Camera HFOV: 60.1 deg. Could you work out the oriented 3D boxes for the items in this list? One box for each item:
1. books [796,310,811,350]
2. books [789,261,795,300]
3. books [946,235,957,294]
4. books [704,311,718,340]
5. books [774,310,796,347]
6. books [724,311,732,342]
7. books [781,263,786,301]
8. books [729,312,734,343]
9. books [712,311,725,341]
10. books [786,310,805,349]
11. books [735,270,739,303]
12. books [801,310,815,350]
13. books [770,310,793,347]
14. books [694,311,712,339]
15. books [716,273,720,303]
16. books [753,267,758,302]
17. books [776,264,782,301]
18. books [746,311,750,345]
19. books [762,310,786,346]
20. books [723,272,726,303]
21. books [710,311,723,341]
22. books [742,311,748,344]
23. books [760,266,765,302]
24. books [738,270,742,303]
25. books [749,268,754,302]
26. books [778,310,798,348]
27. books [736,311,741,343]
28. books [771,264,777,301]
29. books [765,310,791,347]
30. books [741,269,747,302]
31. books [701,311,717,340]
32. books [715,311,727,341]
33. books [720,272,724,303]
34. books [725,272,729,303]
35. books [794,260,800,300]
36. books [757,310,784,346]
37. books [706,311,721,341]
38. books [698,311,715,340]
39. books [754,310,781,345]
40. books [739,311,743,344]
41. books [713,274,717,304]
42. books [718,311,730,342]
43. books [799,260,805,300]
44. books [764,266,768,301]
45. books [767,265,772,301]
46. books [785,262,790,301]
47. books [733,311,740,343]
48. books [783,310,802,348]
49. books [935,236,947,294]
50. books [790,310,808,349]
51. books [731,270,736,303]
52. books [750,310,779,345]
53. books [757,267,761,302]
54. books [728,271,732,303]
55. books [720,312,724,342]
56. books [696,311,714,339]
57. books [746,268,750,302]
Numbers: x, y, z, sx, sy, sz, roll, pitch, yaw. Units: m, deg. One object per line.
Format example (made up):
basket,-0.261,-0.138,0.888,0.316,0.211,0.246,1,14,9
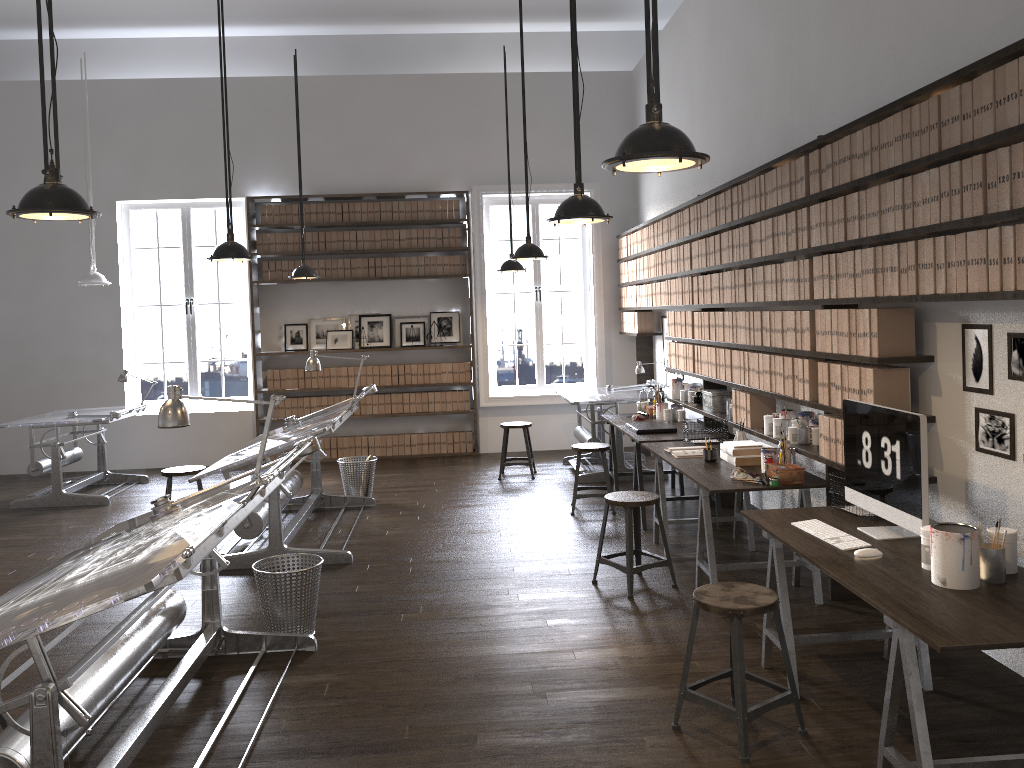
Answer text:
books,1.671,-0.295,4.902,0.174,0.225,0.067,-2,2,-4
books,1.651,-0.577,4.961,0.174,0.225,0.067,-2,2,-4
books,1.762,-0.460,3.384,0.174,0.225,0.067,-2,2,-4
books,1.553,-0.437,6.718,0.174,0.225,0.067,-2,2,-4
books,1.650,-0.321,5.235,0.174,0.225,0.067,-2,2,-4
books,1.584,-0.398,6.223,0.174,0.225,0.067,-2,2,-4
books,1.649,-0.588,5.103,0.174,0.225,0.067,-2,2,-4
books,1.589,-0.388,6.088,0.174,0.225,0.067,-2,2,-4
books,1.563,-0.420,6.498,0.174,0.225,0.067,-2,2,-4
books,1.660,-0.306,5.038,0.174,0.225,0.067,-2,2,-4
books,1.592,-0.653,5.938,0.174,0.225,0.067,-2,2,-4
books,1.677,-0.290,4.832,0.174,0.225,0.067,-2,2,-4
books,1.645,-0.327,5.306,0.174,0.225,0.067,-2,2,-4
books,1.532,-0.458,6.991,0.174,0.225,0.067,-2,2,-4
books,1.561,-0.686,6.355,0.174,0.225,0.067,-2,2,-4
books,1.617,-0.626,5.582,0.174,0.225,0.067,-2,2,-4
books,1.643,-0.594,5.173,0.174,0.225,0.067,-2,2,-4
books,1.611,-0.360,5.734,0.174,0.225,0.067,-2,2,-4
books,1.636,-0.338,5.447,0.174,0.225,0.067,-2,2,-4
books,1.576,-0.675,6.215,0.174,0.225,0.067,-2,2,-4
books,1.563,-0.426,6.570,0.174,0.225,0.067,-2,2,-4
books,1.606,-0.366,5.806,0.174,0.225,0.067,-2,2,-4
books,1.620,-0.614,5.444,0.174,0.225,0.067,-2,2,-4
books,1.598,-0.648,5.873,0.174,0.225,0.067,-2,2,-4
books,1.608,-0.631,5.653,0.174,0.225,0.067,-2,2,-4
books,1.648,-0.316,5.167,0.174,0.225,0.067,-2,2,-4
books,1.604,-0.377,5.949,0.174,0.225,0.067,-2,2,-4
books,1.634,-0.599,5.243,0.174,0.225,0.067,-2,2,-4
books,1.636,-0.332,5.376,0.174,0.225,0.067,-2,2,-4
books,1.598,-0.642,5.798,0.174,0.225,0.067,-2,2,-4
books,1.546,-0.442,6.784,0.174,0.225,0.067,-2,2,-4
books,1.572,-0.414,6.428,0.174,0.225,0.067,-2,2,-4
books,1.570,-0.680,6.285,0.174,0.225,0.067,-2,2,-4
books,1.577,-0.669,6.145,0.174,0.225,0.067,-2,2,-4
books,1.656,-0.572,4.895,0.174,0.225,0.067,-2,2,-4
books,1.626,-0.344,5.522,0.174,0.225,0.067,-2,2,-4
books,1.552,-0.431,6.644,0.174,0.225,0.067,-2,2,-4
books,1.538,-0.447,6.847,0.174,0.225,0.067,-2,2,-4
books,1.627,-0.349,5.596,0.174,0.225,0.067,-2,2,-4
books,1.605,-0.371,5.879,0.174,0.225,0.067,-2,2,-4
books,1.559,-0.691,6.427,0.174,0.225,0.067,-2,2,-4
books,1.576,-0.409,6.357,0.174,0.225,0.067,-2,2,-4
books,1.664,-0.567,4.832,0.174,0.225,0.067,-2,2,-4
books,1.629,-0.610,5.378,0.174,0.225,0.067,-2,2,-4
books,1.631,-0.604,5.315,0.174,0.225,0.067,-2,2,-4
books,1.650,-0.583,5.033,0.174,0.225,0.067,-2,2,-4
books,1.598,-0.382,6.018,0.174,0.225,0.067,-2,2,-4
books,1.657,-0.311,5.101,0.174,0.225,0.067,-2,2,-4
books,1.753,-0.465,3.454,0.174,0.225,0.067,-2,2,-4
books,1.662,-0.301,4.972,0.174,0.225,0.067,-2,2,-4
books,1.583,-0.658,6.001,0.174,0.225,0.067,-2,2,-4
books,1.619,-0.355,5.672,0.174,0.225,0.067,-2,2,-4
books,1.621,-0.620,5.512,0.174,0.225,0.067,-2,2,-4
books,1.578,-0.664,6.073,0.174,0.225,0.067,-2,2,-4
books,1.575,-0.403,6.290,0.174,0.225,0.067,-2,2,-4
books,1.533,-0.453,6.919,0.174,0.225,0.067,-2,2,-4
books,1.608,-0.637,5.724,0.174,0.225,0.067,-2,2,-4
